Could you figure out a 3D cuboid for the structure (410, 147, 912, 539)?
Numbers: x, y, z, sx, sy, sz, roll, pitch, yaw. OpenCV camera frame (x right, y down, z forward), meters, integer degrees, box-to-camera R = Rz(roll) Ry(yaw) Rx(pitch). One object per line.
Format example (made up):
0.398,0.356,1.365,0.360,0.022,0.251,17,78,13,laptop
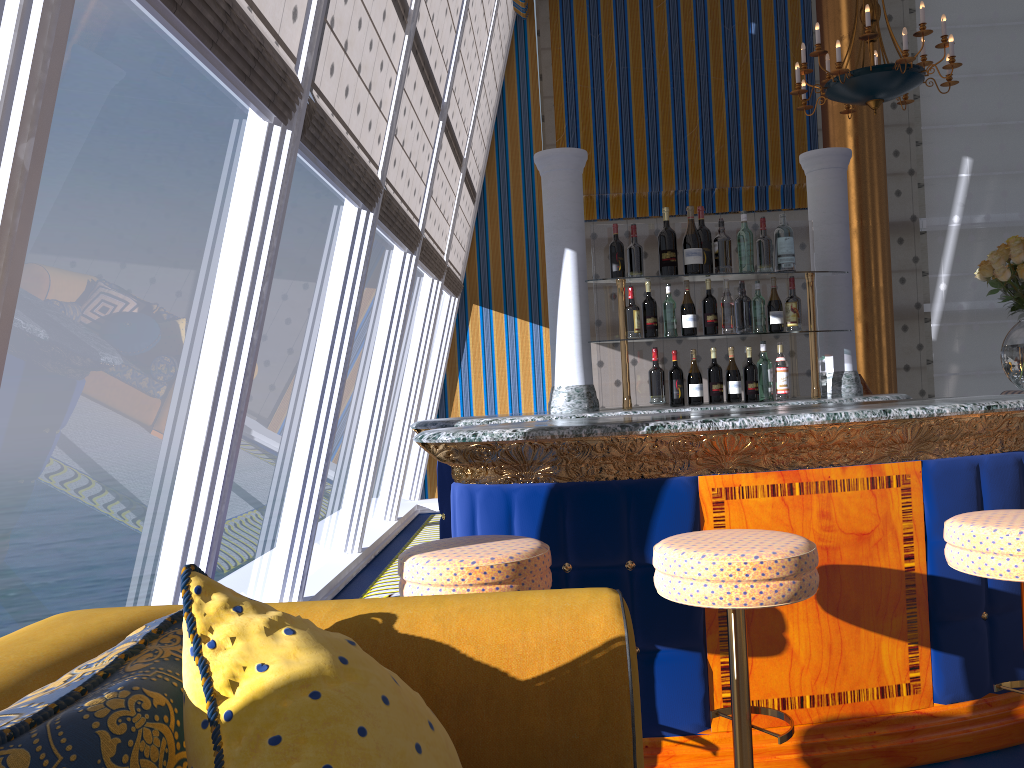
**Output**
0.703,0.067,3.980,2.318,2.196,0.767,-3,0,-8,structure

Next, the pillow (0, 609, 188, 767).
-0.437,0.559,0.989,0.246,0.546,0.610,-3,0,-1,pillow

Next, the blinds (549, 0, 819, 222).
1.743,-3.208,9.073,2.659,2.990,0.152,-3,0,1,blinds

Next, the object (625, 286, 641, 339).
0.513,-0.304,3.781,0.066,0.225,0.065,-3,0,-29,object

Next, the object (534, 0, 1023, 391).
2.762,-7.160,1.320,63.092,33.603,63.454,-3,0,8,object

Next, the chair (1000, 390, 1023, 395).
3.271,0.542,5.992,0.783,0.966,0.794,-3,0,2,chair

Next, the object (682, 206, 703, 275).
0.776,-0.615,3.825,0.085,0.303,0.085,-3,0,-4,object

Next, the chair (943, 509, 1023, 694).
1.324,0.726,2.246,0.402,0.782,0.394,-3,0,-39,chair

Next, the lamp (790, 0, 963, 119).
2.392,-3.025,5.986,1.067,2.422,1.051,-3,0,-21,lamp

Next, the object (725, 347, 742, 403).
0.963,-0.041,3.872,0.069,0.244,0.068,-3,0,-17,object

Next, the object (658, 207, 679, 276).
0.670,-0.610,3.827,0.081,0.303,0.081,-3,0,7,object

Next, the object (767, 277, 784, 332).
1.150,-0.345,3.885,0.069,0.244,0.068,-3,0,-17,object

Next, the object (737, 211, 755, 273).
1.010,-0.613,3.840,0.069,0.271,0.069,-3,0,12,object

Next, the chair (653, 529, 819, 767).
0.558,0.766,2.165,0.394,0.782,0.402,-3,0,40,chair

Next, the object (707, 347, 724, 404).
0.880,-0.036,3.846,0.066,0.244,0.065,-3,0,-17,object

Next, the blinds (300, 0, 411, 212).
-0.423,-2.623,3.980,0.874,3.394,1.366,-3,0,2,blinds

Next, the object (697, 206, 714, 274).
0.826,-0.619,3.849,0.081,0.303,0.082,-3,0,18,object

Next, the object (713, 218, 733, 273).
0.913,-0.594,3.848,0.077,0.248,0.075,-3,0,-35,object

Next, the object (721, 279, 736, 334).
0.932,-0.334,3.835,0.057,0.239,0.056,-3,0,-24,object

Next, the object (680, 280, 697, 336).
0.757,-0.324,3.819,0.069,0.244,0.068,-3,0,-17,object

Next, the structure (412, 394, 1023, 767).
0.865,0.618,2.906,2.319,1.065,0.766,-3,0,-9,structure

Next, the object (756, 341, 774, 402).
1.117,-0.056,3.921,0.069,0.269,0.068,-3,0,-38,object

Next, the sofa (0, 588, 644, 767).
-0.315,0.762,0.689,1.001,0.854,1.847,-3,0,2,sofa

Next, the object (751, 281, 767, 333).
1.080,-0.337,3.885,0.059,0.230,0.058,-3,0,-39,object

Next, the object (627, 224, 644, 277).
0.539,-0.577,3.887,0.073,0.246,0.071,-3,0,-39,object

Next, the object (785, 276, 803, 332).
1.232,-0.349,3.887,0.071,0.244,0.072,-3,0,22,object

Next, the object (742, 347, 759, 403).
1.045,-0.041,3.891,0.066,0.244,0.065,-3,0,-17,object

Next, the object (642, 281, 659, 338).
0.590,-0.319,3.806,0.066,0.244,0.065,-3,0,-17,object

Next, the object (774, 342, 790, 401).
1.195,-0.055,3.930,0.061,0.258,0.061,-3,0,2,object

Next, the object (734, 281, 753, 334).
1.007,-0.333,3.865,0.072,0.232,0.071,-3,0,-20,object

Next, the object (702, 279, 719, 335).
0.853,-0.333,3.833,0.066,0.244,0.065,-3,0,-17,object

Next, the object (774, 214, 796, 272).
1.200,-0.621,3.915,0.092,0.259,0.091,-3,0,-15,object

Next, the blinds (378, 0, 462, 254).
-0.365,-2.616,5.451,0.874,3.394,1.366,-3,0,2,blinds

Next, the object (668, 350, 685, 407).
0.711,-0.024,3.844,0.065,0.244,0.065,-3,0,5,object

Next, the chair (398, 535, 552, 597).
-0.078,0.800,2.275,0.394,0.782,0.402,-3,0,40,chair

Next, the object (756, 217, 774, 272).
1.102,-0.607,3.877,0.073,0.246,0.071,-3,0,-39,object

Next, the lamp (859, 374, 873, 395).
2.680,0.317,7.065,0.448,0.783,0.444,-3,0,-13,lamp

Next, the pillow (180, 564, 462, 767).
-0.192,0.487,0.987,0.327,0.583,0.580,-3,0,22,pillow

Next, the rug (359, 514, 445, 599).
2.273,1.099,6.781,6.255,0.011,3.594,-3,0,1,rug

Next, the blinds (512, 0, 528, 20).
0.080,-4.150,8.379,0.338,0.830,1.525,-3,0,2,blinds

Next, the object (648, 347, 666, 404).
0.620,-0.037,3.810,0.071,0.242,0.071,-3,0,-17,object

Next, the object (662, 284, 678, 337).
0.678,-0.316,3.818,0.059,0.230,0.058,-3,0,-39,object

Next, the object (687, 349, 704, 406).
0.791,-0.028,3.844,0.069,0.244,0.068,-3,0,-17,object

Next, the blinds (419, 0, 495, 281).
-0.304,-2.609,6.994,0.874,3.394,1.366,-3,0,2,blinds

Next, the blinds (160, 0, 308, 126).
-0.483,-2.630,2.449,0.874,3.394,1.366,-3,0,2,blinds

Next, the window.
-0.763,-1.710,1.720,1.618,5.856,15.473,-3,0,2,window

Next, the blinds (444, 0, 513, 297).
-0.246,-2.602,8.478,0.874,3.394,1.366,-3,0,2,blinds

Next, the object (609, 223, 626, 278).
0.454,-0.573,3.845,0.065,0.244,0.065,-3,0,5,object
